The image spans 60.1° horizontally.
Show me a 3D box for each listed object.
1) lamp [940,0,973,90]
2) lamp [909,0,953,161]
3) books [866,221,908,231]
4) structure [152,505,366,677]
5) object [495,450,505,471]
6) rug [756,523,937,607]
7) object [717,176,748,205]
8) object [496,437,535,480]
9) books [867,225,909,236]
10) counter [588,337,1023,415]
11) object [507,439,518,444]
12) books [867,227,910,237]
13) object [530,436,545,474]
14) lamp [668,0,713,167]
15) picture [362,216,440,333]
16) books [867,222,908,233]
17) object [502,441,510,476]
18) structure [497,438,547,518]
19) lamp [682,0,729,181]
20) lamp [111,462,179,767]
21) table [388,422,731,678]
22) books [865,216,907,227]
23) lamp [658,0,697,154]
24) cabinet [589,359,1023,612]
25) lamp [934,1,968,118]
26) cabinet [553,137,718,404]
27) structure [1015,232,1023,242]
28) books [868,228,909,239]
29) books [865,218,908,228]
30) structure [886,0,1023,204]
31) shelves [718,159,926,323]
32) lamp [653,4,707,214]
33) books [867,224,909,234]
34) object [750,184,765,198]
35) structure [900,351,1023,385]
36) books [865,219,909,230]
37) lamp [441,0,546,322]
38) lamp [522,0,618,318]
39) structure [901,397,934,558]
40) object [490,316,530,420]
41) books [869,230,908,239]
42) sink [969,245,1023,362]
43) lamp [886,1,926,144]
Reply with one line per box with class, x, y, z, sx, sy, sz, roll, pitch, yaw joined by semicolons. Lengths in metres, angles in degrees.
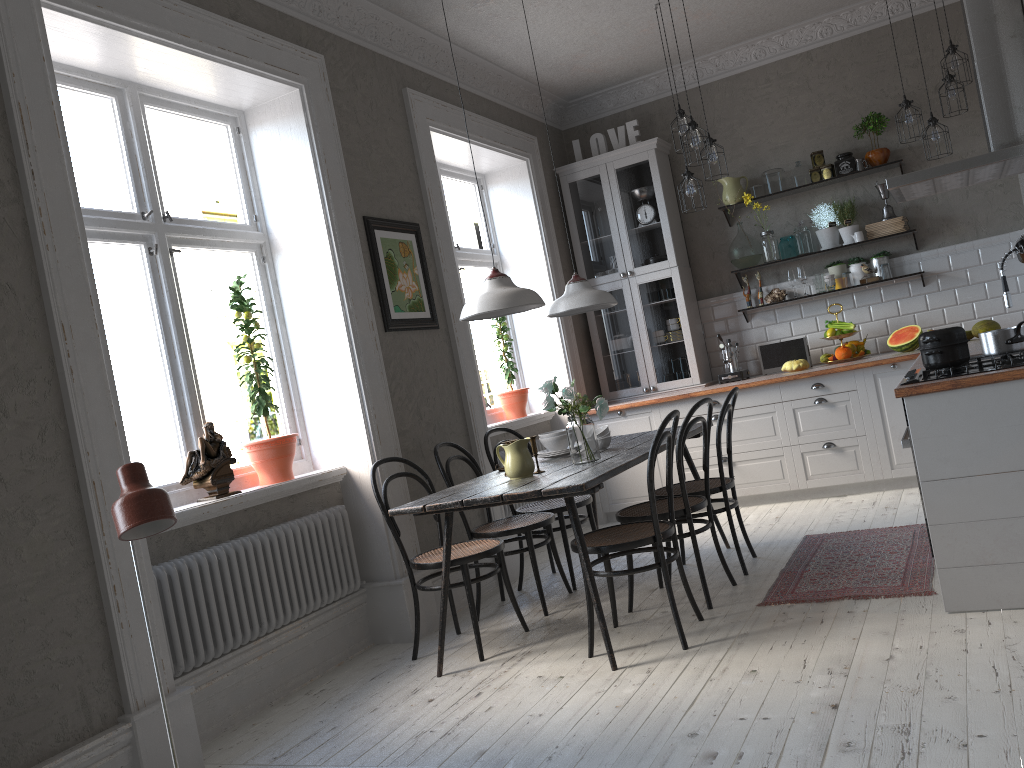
lamp;2.551;-2.664;5.378;0.147;1.735;0.146;-11;0;-2
lamp;2.499;-2.266;5.514;0.147;1.735;0.146;-11;0;-2
books;2.664;-1.119;6.294;0.256;0.011;0.161;-11;0;32
structure;-1.066;0.848;3.807;0.146;0.428;1.242;-11;0;25
object;-0.017;0.372;4.454;0.138;0.112;0.140;-11;0;9
rug;1.660;0.839;4.235;0.724;0.014;1.310;-11;0;27
object;1.669;-1.454;6.664;0.187;0.216;0.177;-11;0;40
object;0.020;0.334;3.947;0.151;0.170;0.134;-11;0;-12
books;2.671;-1.087;6.294;0.256;0.016;0.161;-11;0;35
counter;1.490;0.026;5.152;3.109;0.039;3.446;-11;0;27
object;0.015;0.334;4.083;0.063;0.172;0.061;-11;0;-42
books;2.673;-1.077;6.294;0.255;0.016;0.161;-11;0;39
object;0.106;0.319;3.998;0.058;0.167;0.060;-11;0;40
lamp;0.933;-2.142;5.175;0.148;1.735;0.145;-11;0;-17
picture;-0.596;-0.597;4.865;0.019;0.619;0.530;-11;0;27
books;2.666;-1.109;6.294;0.256;0.011;0.160;-11;0;29
object;-0.005;0.339;4.174;0.095;0.172;0.096;-11;0;8
structure;0.093;0.629;6.098;0.146;0.428;1.242;-11;0;25
lamp;1.097;-2.121;5.454;0.145;1.735;0.148;-11;0;13
lamp;-0.619;0.556;1.576;0.140;0.839;0.247;-11;0;-28
table;0.381;0.724;4.358;0.890;0.735;1.951;-11;0;27
books;2.658;-1.151;6.294;0.256;0.011;0.161;-11;0;32
lamp;0.898;-2.267;5.359;0.145;1.735;0.148;-11;0;13
cabinet;2.029;0.340;5.094;2.012;0.854;4.144;-11;0;-17
lamp;2.617;-2.546;5.550;0.149;1.735;0.144;-11;0;-22
cabinet;0.973;-0.838;6.959;0.865;1.921;0.394;-11;0;26
structure;2.957;-0.852;5.061;0.093;0.053;1.104;-11;0;27
books;2.675;-1.066;6.294;0.256;0.011;0.161;-11;0;32
books;2.660;-1.140;6.294;0.256;0.016;0.161;-11;0;35
structure;2.113;-1.801;4.394;0.701;1.596;0.724;-11;0;27
shelves;2.261;-0.996;6.490;1.295;0.923;0.232;-11;0;26
lamp;0.977;-1.936;5.533;0.147;1.735;0.146;-11;0;-7
books;2.669;-1.098;6.294;0.256;0.011;0.161;-11;0;32
object;1.844;-1.434;6.648;0.101;0.111;0.105;-11;0;26
structure;1.819;-0.076;3.522;0.488;0.031;0.616;-11;0;27
books;2.662;-1.130;6.294;0.255;0.016;0.161;-11;0;39
lamp;-0.216;-1.215;3.838;0.386;1.858;0.373;-11;0;-26
lamp;0.194;-1.292;4.646;0.372;1.858;0.387;-11;0;34
structure;1.909;0.277;3.509;0.608;0.623;0.632;-11;0;27
object;-0.041;-0.155;6.364;0.265;0.813;0.255;-11;0;-36
books;2.677;-1.055;6.294;0.256;0.011;0.160;-11;0;29
sink;2.221;-0.246;4.045;0.519;0.720;0.494;-11;0;26
lamp;2.302;-2.353;5.447;0.149;1.735;0.144;-11;0;-32
